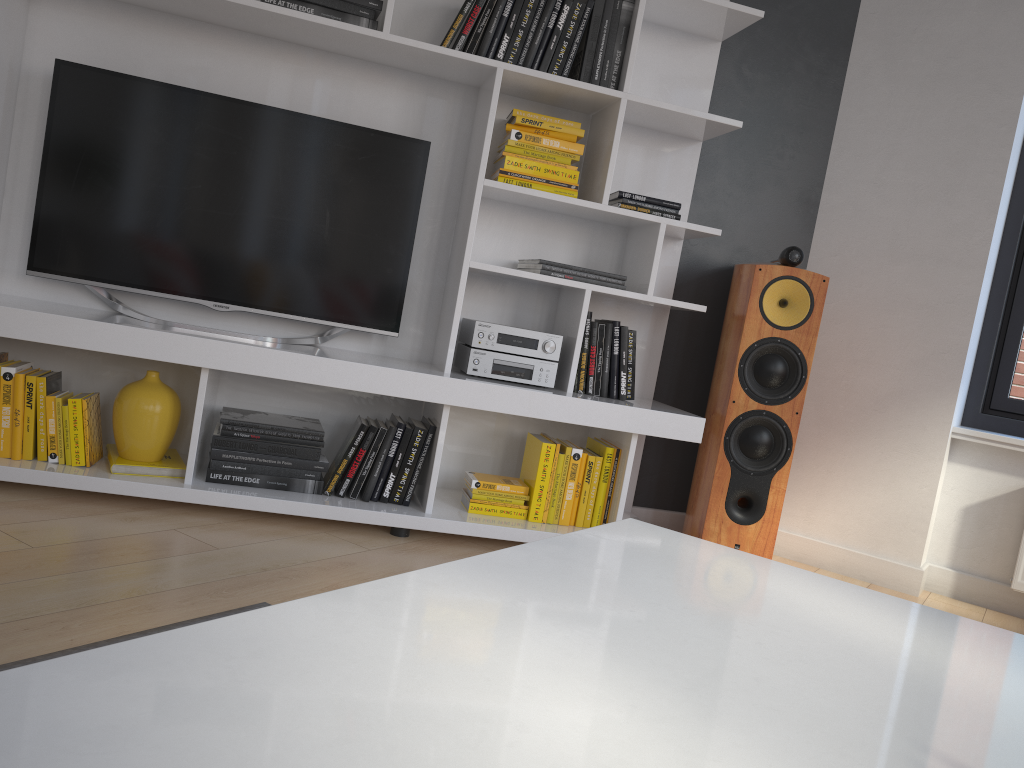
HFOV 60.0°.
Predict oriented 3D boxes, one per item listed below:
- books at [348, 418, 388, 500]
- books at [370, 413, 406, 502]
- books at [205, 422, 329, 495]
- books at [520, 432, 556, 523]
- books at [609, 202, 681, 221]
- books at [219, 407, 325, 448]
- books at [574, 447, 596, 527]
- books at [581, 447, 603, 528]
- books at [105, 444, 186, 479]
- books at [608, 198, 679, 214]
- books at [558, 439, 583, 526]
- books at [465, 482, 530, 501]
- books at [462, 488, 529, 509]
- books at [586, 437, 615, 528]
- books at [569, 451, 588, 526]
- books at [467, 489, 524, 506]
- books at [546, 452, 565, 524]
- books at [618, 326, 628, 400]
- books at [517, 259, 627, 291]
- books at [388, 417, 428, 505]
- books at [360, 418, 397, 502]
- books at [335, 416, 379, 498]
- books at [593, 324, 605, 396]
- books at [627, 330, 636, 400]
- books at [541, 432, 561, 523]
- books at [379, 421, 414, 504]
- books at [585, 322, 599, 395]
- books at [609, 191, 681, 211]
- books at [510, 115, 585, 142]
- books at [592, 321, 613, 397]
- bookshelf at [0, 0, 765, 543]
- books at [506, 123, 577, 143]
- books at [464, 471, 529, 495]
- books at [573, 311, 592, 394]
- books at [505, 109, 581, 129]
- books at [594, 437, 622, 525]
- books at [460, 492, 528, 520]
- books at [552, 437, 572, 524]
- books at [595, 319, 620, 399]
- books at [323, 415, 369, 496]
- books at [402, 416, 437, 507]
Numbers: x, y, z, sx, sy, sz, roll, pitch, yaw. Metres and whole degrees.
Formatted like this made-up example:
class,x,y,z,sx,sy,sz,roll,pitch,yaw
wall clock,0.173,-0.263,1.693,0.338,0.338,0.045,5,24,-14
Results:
class,x,y,z,sx,sy,sz,roll,pitch,yaw
books,-0.452,0.230,2.753,0.081,0.233,0.169,9,5,-15
books,-0.398,0.227,2.779,0.075,0.254,0.192,9,5,-15
books,-0.749,0.226,2.725,0.343,0.137,0.277,9,5,-19
books,0.074,0.301,2.891,0.044,0.255,0.198,9,5,-14
books,0.428,-0.561,2.924,0.213,0.023,0.161,9,4,-10
books,-0.744,0.132,2.738,0.310,0.047,0.250,9,5,-18
books,0.217,0.335,2.923,0.024,0.234,0.172,9,5,-14
books,0.242,0.339,2.933,0.024,0.234,0.172,9,5,-14
books,-1.089,0.227,2.633,0.204,0.029,0.270,8,5,-28
books,0.430,-0.580,2.925,0.198,0.015,0.142,9,5,-15
books,0.167,0.319,2.911,0.035,0.250,0.185,9,5,-14
books,-0.049,0.342,2.859,0.187,0.014,0.134,9,5,-14
books,-0.056,0.370,2.865,0.196,0.011,0.148,9,5,-13
books,0.271,0.325,2.944,0.029,0.270,0.204,9,5,-14
books,0.194,0.328,2.920,0.023,0.239,0.169,9,5,-14
books,-0.054,0.358,2.844,0.169,0.018,0.113,9,4,-12
books,0.122,0.325,2.885,0.024,0.229,0.156,9,5,-14
books,0.345,-0.076,2.974,0.066,0.242,0.177,9,5,-14
books,0.192,-0.362,2.941,0.310,0.047,0.250,9,5,-18
books,-0.336,0.239,2.792,0.084,0.249,0.191,9,5,-14
books,-0.415,0.234,2.748,0.069,0.242,0.172,9,4,-13
books,-0.485,0.224,2.759,0.096,0.234,0.187,9,4,-13
books,0.266,-0.086,2.959,0.049,0.236,0.170,9,4,-13
books,0.370,-0.071,3.013,0.077,0.233,0.179,9,5,-14
books,0.103,0.303,2.900,0.015,0.263,0.199,9,5,-14
books,-0.372,0.239,2.779,0.068,0.243,0.179,9,5,-15
books,0.241,-0.091,2.960,0.053,0.240,0.189,9,4,-13
books,0.433,-0.601,2.938,0.213,0.023,0.161,9,4,-10
books,0.109,-0.824,2.886,0.223,0.023,0.163,9,4,-9
books,0.289,-0.085,2.957,0.050,0.242,0.169,9,5,-14
bookshelf,-0.789,-0.666,2.606,3.000,2.052,0.455,9,5,-14
books,0.097,-0.803,2.890,0.227,0.022,0.160,10,4,2
books,-0.051,0.320,2.869,0.186,0.026,0.138,9,5,-14
books,0.213,-0.112,2.955,0.053,0.268,0.202,9,5,-14
books,0.099,-0.851,2.904,0.223,0.023,0.163,9,4,-9
books,0.295,0.328,2.958,0.025,0.270,0.213,9,5,-14
books,-0.059,0.393,2.863,0.190,0.033,0.147,9,5,-14
books,0.141,0.314,2.907,0.019,0.251,0.180,9,5,-14
books,0.316,-0.087,2.974,0.066,0.255,0.193,9,5,-14
books,-0.516,0.218,2.746,0.104,0.234,0.182,9,5,-13
books,-0.303,0.239,2.801,0.066,0.260,0.197,9,5,-14
